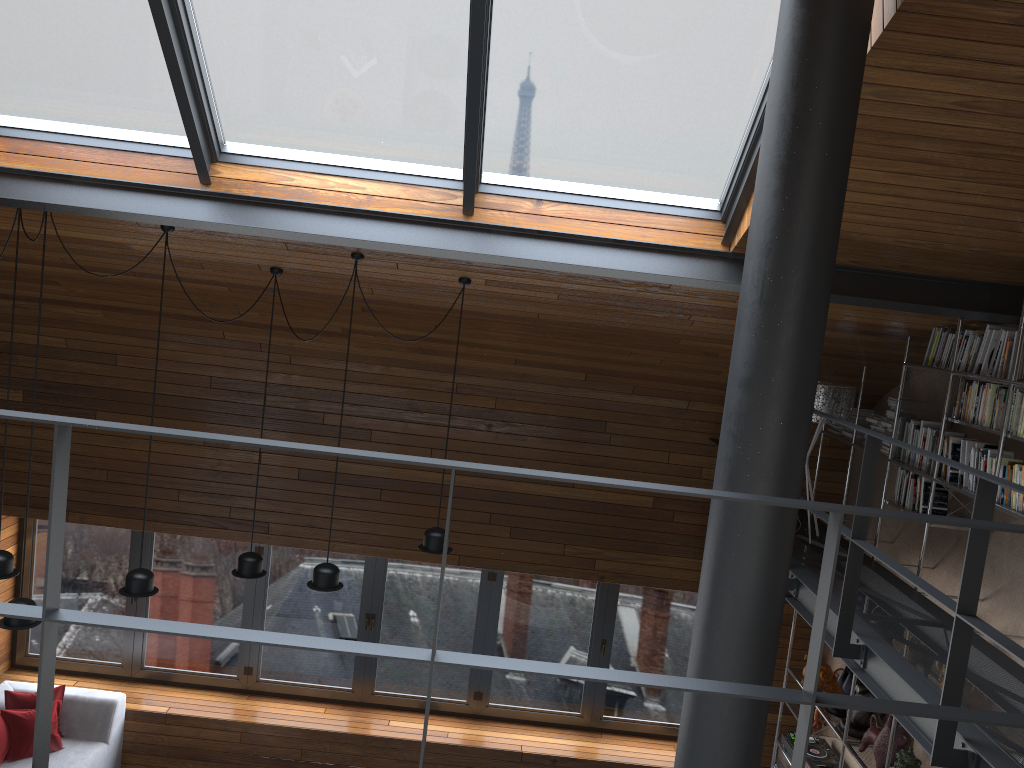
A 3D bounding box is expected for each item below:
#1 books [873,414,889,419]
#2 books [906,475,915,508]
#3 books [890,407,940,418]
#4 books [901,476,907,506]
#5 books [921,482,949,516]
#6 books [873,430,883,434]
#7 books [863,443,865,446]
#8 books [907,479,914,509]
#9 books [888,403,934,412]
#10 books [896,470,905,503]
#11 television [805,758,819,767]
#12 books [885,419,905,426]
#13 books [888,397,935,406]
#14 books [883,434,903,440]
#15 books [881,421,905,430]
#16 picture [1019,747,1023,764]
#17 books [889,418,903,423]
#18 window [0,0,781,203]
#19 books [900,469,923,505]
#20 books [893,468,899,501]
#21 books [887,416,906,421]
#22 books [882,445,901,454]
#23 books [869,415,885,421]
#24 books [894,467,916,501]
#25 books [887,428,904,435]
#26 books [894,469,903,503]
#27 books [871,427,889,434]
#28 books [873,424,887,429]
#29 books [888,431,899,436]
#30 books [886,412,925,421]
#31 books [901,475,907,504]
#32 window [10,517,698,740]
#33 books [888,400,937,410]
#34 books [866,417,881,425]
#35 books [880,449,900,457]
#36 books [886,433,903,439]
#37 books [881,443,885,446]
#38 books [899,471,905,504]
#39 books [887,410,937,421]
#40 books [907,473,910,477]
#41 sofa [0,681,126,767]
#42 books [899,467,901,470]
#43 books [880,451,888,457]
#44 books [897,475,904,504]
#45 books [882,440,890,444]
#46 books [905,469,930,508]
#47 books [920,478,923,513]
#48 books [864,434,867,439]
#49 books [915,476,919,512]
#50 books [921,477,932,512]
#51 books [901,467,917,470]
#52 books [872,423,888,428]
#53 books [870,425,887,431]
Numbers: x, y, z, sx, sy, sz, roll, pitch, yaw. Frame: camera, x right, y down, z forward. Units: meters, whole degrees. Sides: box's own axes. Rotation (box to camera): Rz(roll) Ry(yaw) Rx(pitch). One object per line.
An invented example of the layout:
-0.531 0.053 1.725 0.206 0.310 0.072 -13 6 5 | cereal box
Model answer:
2.459 0.220 5.704 0.206 0.012 0.161 7 6 -1 | books
2.347 0.628 5.126 0.111 0.198 0.008 7 5 -1 | books
2.459 0.172 5.401 0.234 0.028 0.180 7 6 -1 | books
2.348 0.632 5.190 0.112 0.177 0.009 7 5 -1 | books
2.364 0.650 4.955 0.138 0.191 0.049 7 5 -1 | books
2.441 0.325 5.693 0.234 0.016 0.182 6 6 -11 | books
2.419 0.418 5.730 0.234 0.016 0.182 7 6 -1 | books
2.349 0.639 5.119 0.112 0.177 0.009 7 5 -1 | books
2.442 0.145 5.415 0.216 0.021 0.174 7 6 -1 | books
2.360 0.615 5.262 0.127 0.201 0.011 7 5 -1 | books
1.922 2.807 5.291 0.115 0.638 1.075 7 6 -1 | television
2.427 0.246 5.417 0.254 0.012 0.158 8 6 11 | books
2.453 0.110 5.423 0.228 0.016 0.182 7 6 -1 | books
2.416 0.345 5.417 0.258 0.028 0.180 7 6 5 | books
2.426 0.266 5.409 0.288 0.025 0.175 7 6 5 | books
2.404 2.082 4.058 0.136 0.625 0.544 7 6 -1 | picture
2.441 0.235 5.411 0.222 0.012 0.160 7 6 5 | books
-0.781 -1.584 3.816 3.818 1.031 1.213 7 6 -1 | window
2.376 0.610 5.213 0.161 0.223 0.017 7 5 -1 | books
2.363 0.610 5.314 0.127 0.201 0.011 7 5 -1 | books
2.428 0.220 5.428 0.201 0.012 0.161 7 6 -1 | books
2.412 0.413 5.424 0.239 0.021 0.174 7 6 5 | books
2.442 0.230 5.709 0.231 0.012 0.159 7 6 4 | books
2.381 0.604 5.301 0.164 0.219 0.010 7 5 -1 | books
2.435 0.301 5.410 0.225 0.017 0.167 7 6 -1 | books
2.352 0.613 5.273 0.127 0.201 0.011 7 5 -1 | books
2.451 0.308 5.705 0.213 0.017 0.167 6 6 -6 | books
2.458 0.281 5.713 0.208 0.013 0.161 7 6 4 | books
2.438 0.315 5.421 0.227 0.013 0.160 8 6 11 | books
2.423 0.205 5.418 0.208 0.017 0.167 7 6 -1 | books
2.354 0.629 5.200 0.117 0.183 0.012 7 5 -1 | books
-1.174 1.982 7.321 5.936 1.521 0.101 7 5 -1 | window
2.446 0.126 5.414 0.228 0.016 0.182 7 6 -1 | books
2.443 0.251 5.701 0.268 0.025 0.176 7 6 -1 | books
2.408 0.432 5.422 0.247 0.016 0.182 7 6 -1 | books
2.427 0.326 5.421 0.222 0.012 0.160 6 6 -7 | books
2.430 0.386 5.716 0.221 0.021 0.174 7 6 -1 | books
2.364 0.615 5.232 0.125 0.206 0.019 7 5 -1 | books
2.434 0.191 5.402 0.228 0.016 0.182 7 6 -1 | books
2.354 0.623 5.181 0.111 0.198 0.008 7 5 -1 | books
-2.874 2.933 4.905 2.204 0.693 4.036 7 6 -1 | sofa
2.382 0.604 5.291 0.171 0.220 0.010 7 5 -1 | books
2.402 0.445 5.439 0.252 0.016 0.182 7 6 5 | books
2.353 0.630 5.250 0.119 0.172 0.014 7 5 -1 | books
2.422 0.367 5.419 0.258 0.016 0.181 7 6 1 | books
2.356 0.612 5.139 0.122 0.230 0.017 7 5 -1 | books
2.366 0.641 4.984 0.131 0.205 0.051 7 5 -1 | books
2.429 0.361 5.712 0.240 0.028 0.180 6 6 -11 | books
2.367 0.635 5.056 0.123 0.203 0.054 7 5 -1 | books
2.367 0.637 4.970 0.137 0.216 0.049 7 5 -1 | books
2.388 0.606 5.282 0.177 0.219 0.008 7 5 -1 | books
2.453 0.271 5.703 0.206 0.013 0.161 6 6 -6 | books
2.446 0.292 5.712 0.206 0.012 0.161 6 6 -11 | books
